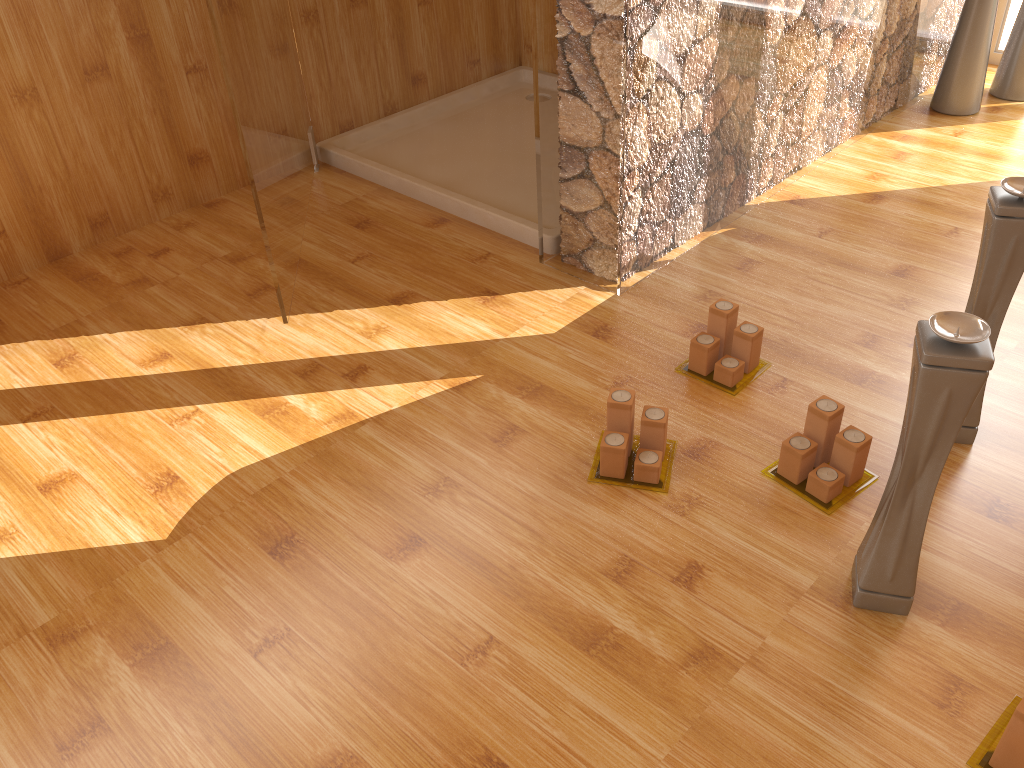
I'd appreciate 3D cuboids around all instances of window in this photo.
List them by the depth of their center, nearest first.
[{"bbox_3d":[1.932,-1.864,2.463,0.581,1.900,0.010,28,47,35],"label":"window"}]

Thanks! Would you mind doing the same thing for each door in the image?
[{"bbox_3d":[-0.644,-1.280,1.728,0.077,2.147,0.983,-6,37,-3],"label":"door"}]

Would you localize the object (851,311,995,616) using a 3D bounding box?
[{"bbox_3d":[0.306,-1.093,1.631,0.347,1.921,2.276,-5,37,-2],"label":"object"}]

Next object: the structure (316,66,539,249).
[{"bbox_3d":[0.070,-0.757,2.764,1.000,0.050,0.955,28,47,35],"label":"structure"}]

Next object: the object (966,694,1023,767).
[{"bbox_3d":[0.666,0.425,1.068,0.141,0.131,0.141,-30,44,-31],"label":"object"}]

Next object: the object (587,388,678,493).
[{"bbox_3d":[0.215,0.088,1.556,0.141,0.131,0.141,7,38,14],"label":"object"}]

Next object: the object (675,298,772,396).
[{"bbox_3d":[0.428,-0.086,1.770,0.141,0.131,0.141,28,47,35],"label":"object"}]

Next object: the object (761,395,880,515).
[{"bbox_3d":[0.532,0.107,1.504,0.141,0.131,0.141,-27,43,-28],"label":"object"}]

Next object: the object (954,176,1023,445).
[{"bbox_3d":[0.786,-0.108,1.482,0.080,0.478,0.080,7,38,14],"label":"object"}]

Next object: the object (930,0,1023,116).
[{"bbox_3d":[1.628,-1.392,2.598,0.655,1.112,0.284,-18,39,-18],"label":"object"}]
